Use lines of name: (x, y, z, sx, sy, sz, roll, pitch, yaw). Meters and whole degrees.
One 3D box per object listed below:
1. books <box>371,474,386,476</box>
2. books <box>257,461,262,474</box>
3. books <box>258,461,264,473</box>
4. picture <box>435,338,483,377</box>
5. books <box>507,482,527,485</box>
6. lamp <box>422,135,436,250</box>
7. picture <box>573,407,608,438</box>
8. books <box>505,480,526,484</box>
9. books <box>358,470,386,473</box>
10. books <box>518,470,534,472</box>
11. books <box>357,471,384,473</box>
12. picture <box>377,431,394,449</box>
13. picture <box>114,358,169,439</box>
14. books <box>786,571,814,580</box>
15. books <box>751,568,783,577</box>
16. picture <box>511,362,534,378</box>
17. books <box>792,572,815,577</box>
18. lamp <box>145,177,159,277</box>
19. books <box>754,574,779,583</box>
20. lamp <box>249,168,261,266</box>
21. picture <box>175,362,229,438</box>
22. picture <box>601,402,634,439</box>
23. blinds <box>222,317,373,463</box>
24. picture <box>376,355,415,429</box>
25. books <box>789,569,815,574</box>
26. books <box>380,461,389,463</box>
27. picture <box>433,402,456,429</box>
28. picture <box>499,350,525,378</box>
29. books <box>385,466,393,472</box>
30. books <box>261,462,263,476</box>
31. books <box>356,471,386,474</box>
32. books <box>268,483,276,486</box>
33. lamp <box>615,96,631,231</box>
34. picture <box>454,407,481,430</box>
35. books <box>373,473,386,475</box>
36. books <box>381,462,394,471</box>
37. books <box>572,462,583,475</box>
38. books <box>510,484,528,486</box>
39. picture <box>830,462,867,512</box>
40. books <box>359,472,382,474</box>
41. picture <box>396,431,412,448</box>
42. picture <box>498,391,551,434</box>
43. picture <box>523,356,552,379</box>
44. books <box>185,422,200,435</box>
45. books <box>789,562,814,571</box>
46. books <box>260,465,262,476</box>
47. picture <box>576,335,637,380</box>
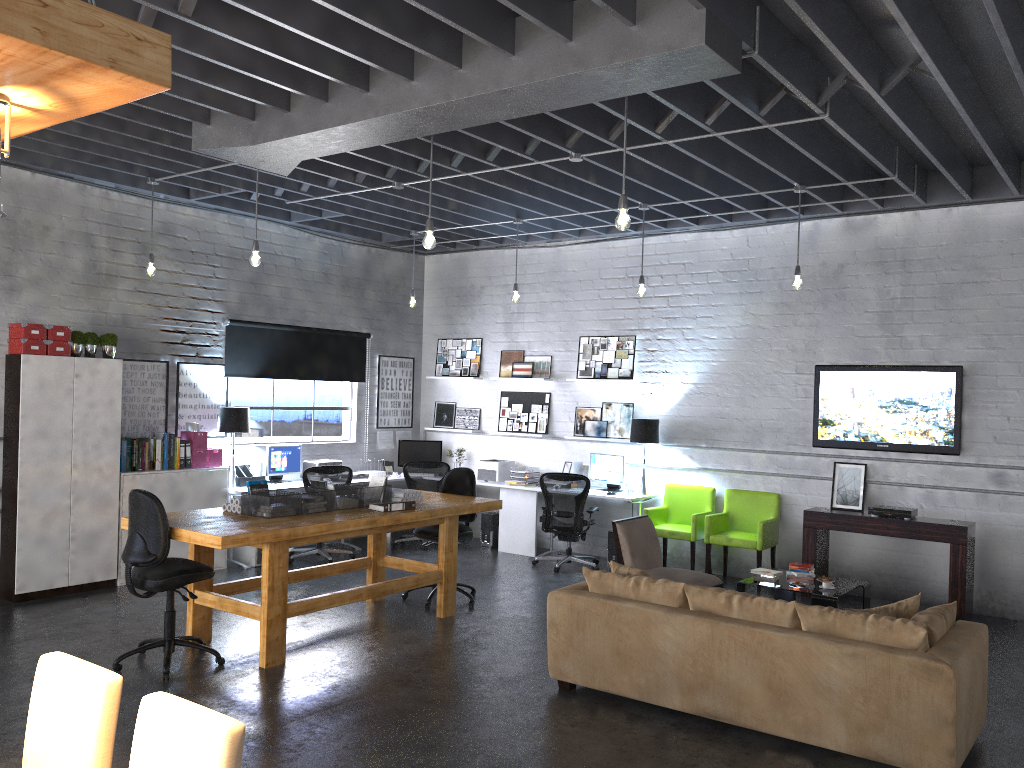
books: (-1.734, 1.109, 10.900, 0.297, 0.006, 0.210, 1, -1, 34)
books: (-2.756, 0.957, 9.557, 0.177, 0.246, 0.026, 2, 0, 36)
books: (-2.750, 0.957, 9.569, 0.179, 0.247, 0.026, 2, 0, 36)
picture: (-0.696, -0.339, 11.478, 0.749, 0.503, 0.058, 1, 0, 36)
books: (0.063, 1.155, 10.309, 0.211, 0.014, 0.148, 2, -1, 11)
lamp: (-0.548, -1.348, 5.993, 0.104, 0.878, 0.104, 2, 0, 36)
picture: (0.916, 0.442, 10.277, 0.452, 0.345, 0.054, 1, 0, 36)
books: (0.040, 1.140, 10.322, 0.148, 0.014, 0.211, 2, -1, -39)
books: (-1.730, 1.073, 10.903, 0.297, 0.006, 0.210, 1, -1, 37)
books: (0.168, 1.044, 10.640, 0.134, 0.008, 0.203, 1, -1, 20)
books: (-1.733, 1.078, 10.899, 0.297, 0.006, 0.210, 1, -1, 36)
picture: (-1.615, 0.718, 11.350, 0.036, 0.221, 0.289, 2, 0, 36)
picture: (-3.618, 0.153, 8.614, 0.020, 0.780, 0.606, 2, 0, 36)
books: (2.537, 1.689, 7.814, 0.223, 0.032, 0.161, 2, -1, 16)
books: (2.212, 1.635, 7.700, 0.161, 0.027, 0.223, 2, -1, -44)
picture: (0.126, -0.168, 10.858, 0.311, 0.196, 0.029, 1, 0, 36)
books: (2.556, 1.662, 7.794, 0.161, 0.026, 0.223, 2, -1, 6)
lamp: (-3.236, -1.404, 7.968, 0.104, 0.878, 0.104, 2, 0, 36)
books: (2.204, 1.671, 7.677, 0.174, 0.045, 0.240, 1, -1, 26)
lamp: (-2.042, -1.379, 7.091, 0.104, 0.878, 0.104, 2, 0, 36)
picture: (-3.203, 0.172, 9.179, 0.020, 0.780, 0.606, 2, 0, 36)
picture: (1.193, 0.416, 10.084, 0.410, 0.408, 0.047, 2, 0, 36)
blinds: (-2.416, 0.141, 10.181, 0.100, 1.632, 2.120, 2, 0, 36)
picture: (-1.504, 0.109, 11.486, 0.020, 0.935, 0.658, 2, 0, 36)
books: (2.551, 1.637, 7.803, 0.208, 0.024, 0.144, 1, -1, 21)
books: (-1.604, 1.032, 11.244, 0.133, 0.109, 0.052, 2, 0, -39)
picture: (-0.882, 0.405, 11.612, 0.355, 0.343, 0.042, 2, 0, 36)
picture: (-0.005, -0.244, 10.979, 0.355, 0.343, 0.042, 2, 0, 36)
books: (-1.550, 1.072, 11.169, 0.102, 0.076, 0.037, 2, 0, -39)
books: (-2.755, 0.958, 9.561, 0.172, 0.243, 0.026, 2, 0, 36)
books: (-1.732, 1.083, 10.899, 0.297, 0.006, 0.210, 1, -1, 38)
books: (-2.585, 1.057, 9.319, 0.170, 0.010, 0.212, 2, -1, -27)
lamp: (0.650, -1.323, 5.112, 0.104, 0.878, 0.104, 2, 0, -10)
picture: (-0.575, 0.445, 11.382, 0.410, 0.277, 0.036, 1, 0, 36)
books: (-1.736, 1.093, 10.901, 0.297, 0.006, 0.210, 1, -1, 35)
books: (-1.570, 1.041, 11.180, 0.184, 0.121, 0.017, 2, 0, -39)
books: (0.763, 1.045, 10.168, 0.043, 0.296, 0.210, 2, 0, 36)
books: (0.083, 1.169, 10.309, 0.211, 0.014, 0.148, 2, -1, 1)
picture: (3.241, 0.986, 8.535, 0.308, 0.457, 0.092, 2, 0, 36)
books: (-1.734, 1.088, 10.900, 0.297, 0.006, 0.210, 1, -1, 36)
picture: (-1.409, 0.727, 11.630, 0.036, 0.221, 0.289, 2, 0, 36)
picture: (0.144, 0.347, 10.849, 0.749, 0.503, 0.058, 1, 0, 36)
picture: (0.302, -0.205, 10.749, 0.410, 0.277, 0.036, 1, 0, 36)
books: (-3.171, 0.515, 8.815, 0.192, 0.267, 0.060, 2, 0, 36)
books: (2.546, 1.604, 7.797, 0.185, 0.041, 0.129, 1, -1, 31)
books: (-2.763, 0.957, 9.555, 0.175, 0.244, 0.026, 2, 0, 36)
picture: (1.075, -0.302, 10.176, 0.749, 0.503, 0.058, 1, 0, 36)
